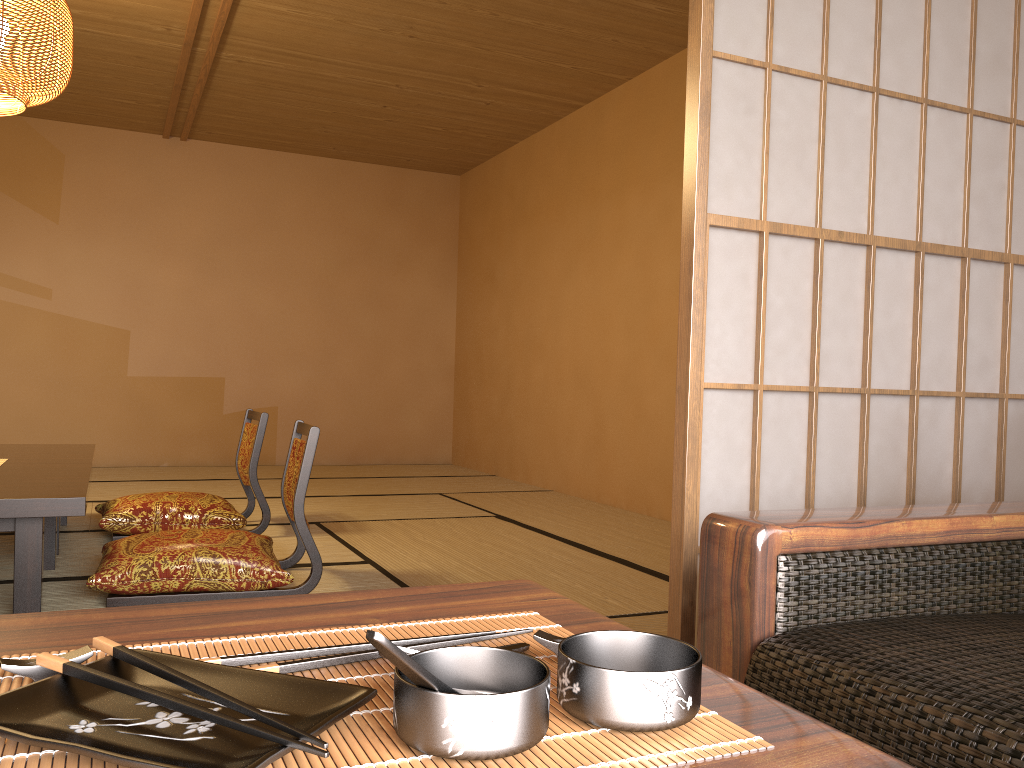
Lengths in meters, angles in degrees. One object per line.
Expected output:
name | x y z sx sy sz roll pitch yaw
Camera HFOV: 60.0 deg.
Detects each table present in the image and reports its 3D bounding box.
table | -0.108 0.439 0.538 0.540 0.500 0.540 2 0 -24
table | -2.225 0.453 3.544 0.995 0.357 0.994 2 0 -24
table | -1.812 0.464 2.640 0.995 0.357 0.994 2 0 -24

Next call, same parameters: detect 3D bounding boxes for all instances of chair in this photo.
chair | -0.998 0.395 2.933 0.687 0.547 0.582 2 0 -20
chair | 0.825 0.334 1.000 0.944 0.779 0.872 2 0 -24
chair | -1.453 0.384 3.920 0.699 0.547 0.582 2 0 -25

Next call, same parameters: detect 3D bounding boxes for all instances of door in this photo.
door | 0.762 -0.250 1.776 0.992 1.934 0.040 1 1 -24

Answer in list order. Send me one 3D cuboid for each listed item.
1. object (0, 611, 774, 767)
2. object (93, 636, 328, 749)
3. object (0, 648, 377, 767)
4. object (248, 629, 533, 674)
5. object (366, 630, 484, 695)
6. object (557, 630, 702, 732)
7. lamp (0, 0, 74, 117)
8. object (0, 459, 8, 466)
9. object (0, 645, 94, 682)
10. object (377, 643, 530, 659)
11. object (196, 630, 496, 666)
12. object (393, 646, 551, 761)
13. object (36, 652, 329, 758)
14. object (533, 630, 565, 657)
object | -0.102 0.189 0.534 0.401 0.003 0.300 2 0 -24
object | -0.177 0.167 0.493 0.230 0.007 0.006 2 0 40
object | -0.183 0.178 0.476 0.181 0.015 0.131 2 0 21
object | -0.079 0.186 0.621 0.230 0.007 0.006 2 0 -35
object | -0.034 0.148 0.456 0.038 0.068 0.117 2 0 31
object | 0.069 0.175 0.522 0.084 0.037 0.084 2 0 4
lamp | -2.030 -1.457 3.214 0.798 0.826 0.798 2 0 -1
object | -2.005 0.279 3.091 0.401 0.003 0.398 2 0 -24
object | -0.283 0.173 0.539 0.050 0.018 0.015 2 0 -38
object | -0.036 0.177 0.597 0.130 0.026 0.038 2 0 -40
object | -0.114 0.185 0.623 0.230 0.007 0.006 2 0 -29
object | -0.022 0.172 0.478 0.084 0.037 0.084 2 0 -33
object | -0.183 0.167 0.470 0.230 0.007 0.006 2 0 31
object | 0.040 0.183 0.614 0.050 0.018 0.015 2 0 17
